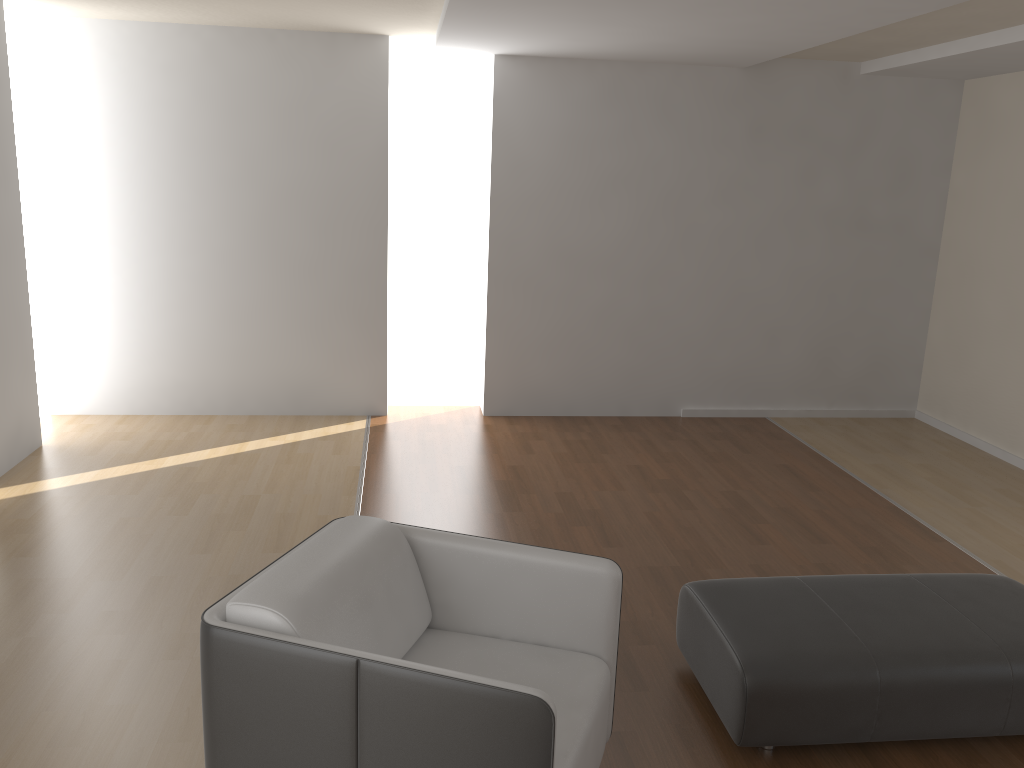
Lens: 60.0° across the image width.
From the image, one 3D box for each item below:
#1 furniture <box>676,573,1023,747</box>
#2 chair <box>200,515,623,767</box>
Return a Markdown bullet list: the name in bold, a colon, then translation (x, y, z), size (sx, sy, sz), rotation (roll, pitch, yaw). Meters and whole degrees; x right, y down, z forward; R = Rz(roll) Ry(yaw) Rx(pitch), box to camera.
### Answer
- **furniture**: translation (1.283, 0.900, 3.046), size (1.291, 0.301, 0.685), rotation (0, 13, -7)
- **chair**: translation (-0.237, 0.814, 2.406), size (0.919, 0.661, 0.767), rotation (6, 14, 17)
